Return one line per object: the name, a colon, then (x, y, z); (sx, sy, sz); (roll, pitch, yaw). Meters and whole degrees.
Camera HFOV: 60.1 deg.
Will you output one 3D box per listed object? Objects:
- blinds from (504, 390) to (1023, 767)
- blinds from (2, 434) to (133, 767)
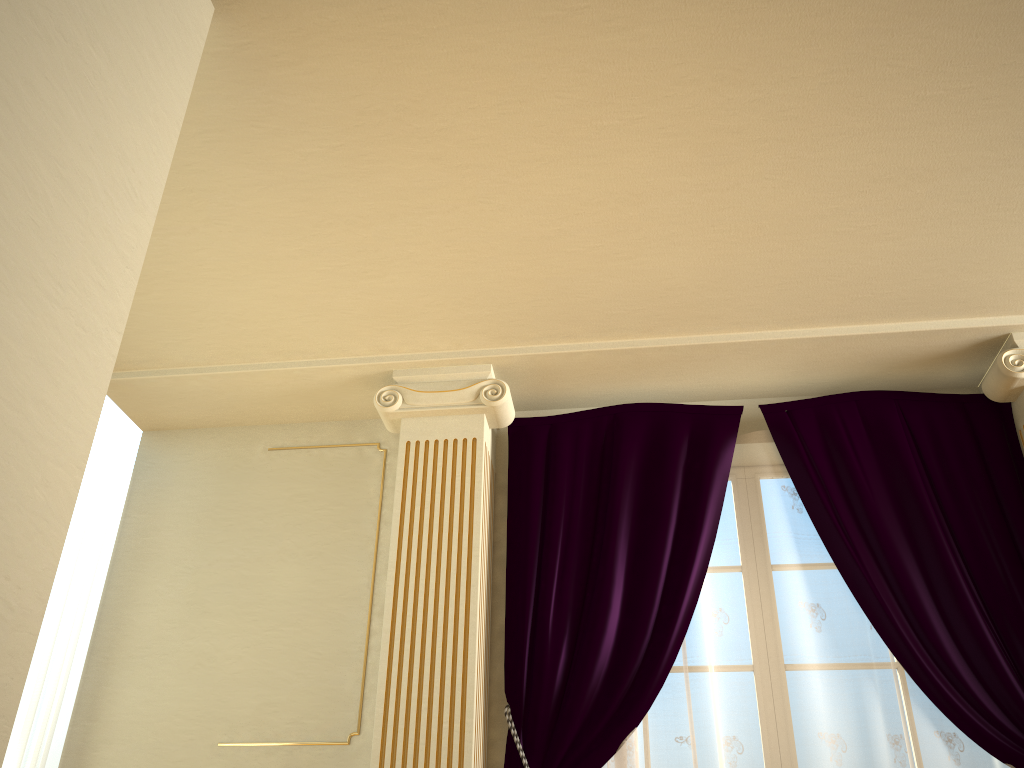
blinds: (1.031, 1.220, 3.311); (2.236, 2.573, 0.349); (-4, -30, 8)
blinds: (-1.955, 0.889, 2.731); (0.164, 2.430, 2.231); (-4, -31, 9)
